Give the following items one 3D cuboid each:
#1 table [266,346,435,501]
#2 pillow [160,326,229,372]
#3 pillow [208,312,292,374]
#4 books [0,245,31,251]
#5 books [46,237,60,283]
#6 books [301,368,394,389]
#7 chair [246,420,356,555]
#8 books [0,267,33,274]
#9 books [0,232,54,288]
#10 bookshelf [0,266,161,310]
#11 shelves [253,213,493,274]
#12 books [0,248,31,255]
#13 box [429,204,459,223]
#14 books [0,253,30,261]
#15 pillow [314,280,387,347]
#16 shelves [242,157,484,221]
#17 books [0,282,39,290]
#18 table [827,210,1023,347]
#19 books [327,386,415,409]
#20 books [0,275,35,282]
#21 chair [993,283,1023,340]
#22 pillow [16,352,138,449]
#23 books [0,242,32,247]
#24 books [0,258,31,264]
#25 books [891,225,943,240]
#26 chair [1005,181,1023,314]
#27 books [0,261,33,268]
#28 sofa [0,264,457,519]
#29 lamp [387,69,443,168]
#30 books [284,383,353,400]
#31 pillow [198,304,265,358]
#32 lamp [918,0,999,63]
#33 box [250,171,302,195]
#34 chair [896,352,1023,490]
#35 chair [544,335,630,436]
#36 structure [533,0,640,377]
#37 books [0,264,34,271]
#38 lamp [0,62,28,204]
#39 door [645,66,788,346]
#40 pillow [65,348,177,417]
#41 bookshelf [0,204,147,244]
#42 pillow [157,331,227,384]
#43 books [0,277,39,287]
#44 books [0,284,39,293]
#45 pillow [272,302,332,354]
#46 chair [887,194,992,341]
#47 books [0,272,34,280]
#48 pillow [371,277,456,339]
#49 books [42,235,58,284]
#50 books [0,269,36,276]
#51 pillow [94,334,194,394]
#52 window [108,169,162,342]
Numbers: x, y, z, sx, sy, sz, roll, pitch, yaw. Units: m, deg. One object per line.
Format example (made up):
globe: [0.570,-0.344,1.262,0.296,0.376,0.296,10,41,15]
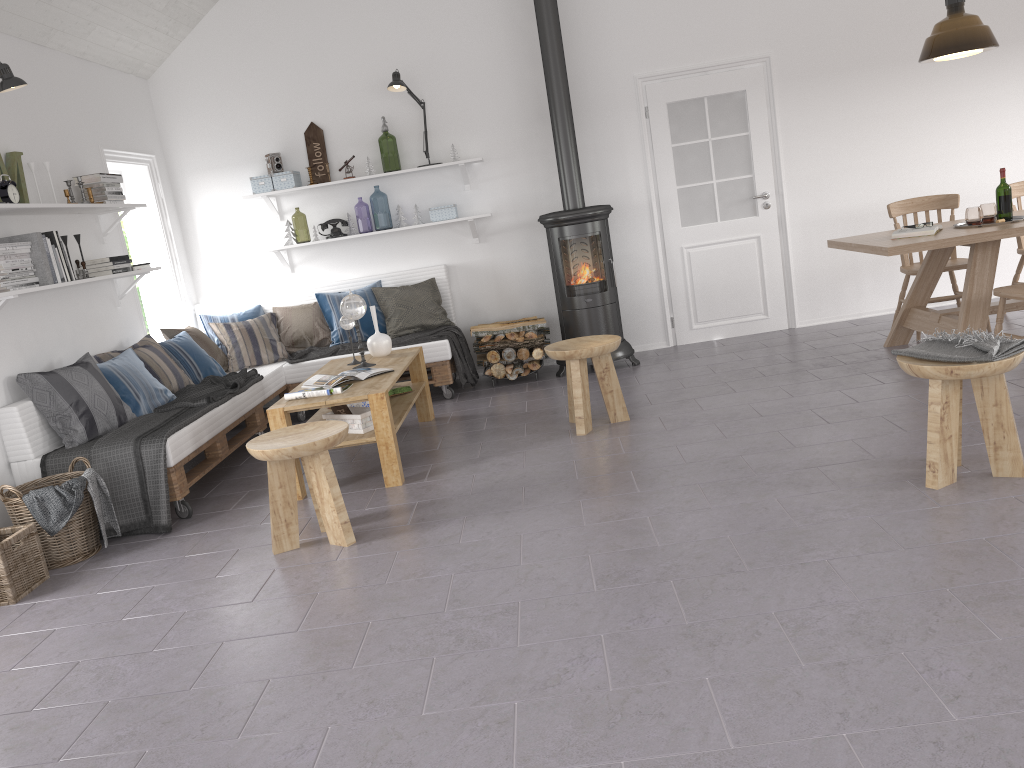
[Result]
table: [-0.864,0.175,5.139,0.607,0.485,1.457,-8,11,3]
pillow: [-2.237,-0.235,6.334,0.334,0.438,0.545,-8,11,8]
pillow: [-1.924,-0.306,6.575,0.516,0.392,0.358,-15,13,-27]
books: [-2.554,-0.662,4.399,0.182,0.016,0.288,-8,11,3]
books: [-2.507,-0.633,4.656,0.205,0.243,0.019,-8,11,3]
books: [-0.911,-0.048,4.909,0.422,0.049,0.300,-19,15,-41]
chair: [-0.870,0.445,3.800,0.431,0.479,0.431,-9,11,1]
books: [-2.538,-0.556,4.416,0.159,0.012,0.285,-8,11,3]
books: [-2.508,-0.633,4.582,0.200,0.271,0.050,-8,11,3]
bookshelf: [-2.457,-0.474,4.996,0.269,0.212,1.820,-8,11,3]
shelves: [-1.038,-1.063,6.811,1.820,0.212,0.269,-8,11,3]
books: [-2.551,-0.644,4.404,0.174,0.021,0.273,-8,11,3]
box: [-0.520,-1.301,6.762,0.202,0.110,0.137,-8,11,3]
books: [-2.564,-0.618,4.409,0.180,0.028,0.296,-8,11,3]
pillow: [-1.168,-0.526,6.681,0.526,0.428,0.311,-13,12,-18]
shelves: [-1.102,-1.460,6.732,1.820,0.212,0.269,-8,11,3]
books: [-2.517,-0.481,4.430,0.159,0.012,0.285,-8,11,3]
table: [3.217,-0.637,5.248,2.300,0.749,1.001,-8,11,3]
books: [-0.859,0.057,5.379,0.301,0.079,0.445,1,15,42]
books: [-2.532,-0.519,4.439,0.161,0.013,0.254,-8,11,3]
chair: [2.738,-0.481,4.451,0.506,0.902,0.519,-8,11,3]
pillow: [-2.285,0.088,4.681,0.301,0.444,0.534,-5,12,19]
books: [-2.546,-0.678,4.390,0.182,0.016,0.288,-8,11,3]
books: [-2.561,-0.598,4.417,0.182,0.016,0.288,-8,11,3]
books: [2.371,-0.896,5.191,0.231,0.040,0.342,-1,13,34]
chair: [3.639,-0.919,5.929,0.506,0.902,0.519,-8,11,3]
books: [-2.544,-0.586,4.428,0.167,0.017,0.263,-8,11,3]
sofa: [-1.465,-0.064,5.711,2.017,0.932,2.855,-8,11,3]
lamp: [-0.716,-1.949,6.522,0.196,0.703,0.439,-4,12,23]
books: [-1.005,0.030,4.624,0.300,0.043,0.229,-8,11,7]
pillow: [-2.087,-0.369,6.817,0.534,0.437,0.287,-14,12,-24]
lamp: [2.331,-3.059,4.777,0.410,2.502,0.410,-8,11,8]
box: [-1.795,-1.535,6.776,0.332,0.131,0.242,-8,11,3]
chair: [1.714,0.116,3.375,0.431,0.479,0.431,-5,12,19]
chair: [0.429,0.002,4.982,0.431,0.479,0.431,-9,11,0]
structure: [0.234,-2.494,6.254,0.643,4.887,0.626,-13,12,-20]
books: [-2.534,-0.571,4.424,0.161,0.012,0.254,-8,11,3]
lamp: [-2.542,-1.220,4.326,0.196,0.703,0.439,0,14,37]
door: [1.582,-1.335,6.834,0.902,2.013,0.101,-8,11,3]
pillow: [-2.224,0.023,5.126,0.331,0.401,0.525,-5,12,22]
bookshelf: [-2.521,-0.872,4.917,0.269,0.212,1.820,-8,11,3]
pillow: [-2.173,-0.134,5.932,0.341,0.408,0.523,-5,12,19]
books: [-2.530,-0.496,4.416,0.176,0.025,0.331,-8,11,3]
books: [-2.518,-0.471,4.448,0.161,0.012,0.254,-8,11,3]
pillow: [-1.563,-0.417,6.724,0.521,0.381,0.366,-9,11,0]
chair: [2.857,-0.803,5.972,0.506,0.902,0.519,-8,11,8]
books: [-2.550,-0.527,4.420,0.182,0.016,0.288,-8,11,3]
pillow: [-0.742,-0.570,6.678,0.519,0.395,0.334,-13,12,-19]
books: [-2.503,-0.636,4.630,0.193,0.257,0.046,-8,11,3]
books: [-2.527,-0.550,4.439,0.161,0.013,0.256,-8,11,3]
pillow: [-2.249,-0.069,5.497,0.316,0.438,0.546,-6,12,15]
window: [-2.819,-0.739,6.433,0.052,1.655,0.685,-8,11,3]
